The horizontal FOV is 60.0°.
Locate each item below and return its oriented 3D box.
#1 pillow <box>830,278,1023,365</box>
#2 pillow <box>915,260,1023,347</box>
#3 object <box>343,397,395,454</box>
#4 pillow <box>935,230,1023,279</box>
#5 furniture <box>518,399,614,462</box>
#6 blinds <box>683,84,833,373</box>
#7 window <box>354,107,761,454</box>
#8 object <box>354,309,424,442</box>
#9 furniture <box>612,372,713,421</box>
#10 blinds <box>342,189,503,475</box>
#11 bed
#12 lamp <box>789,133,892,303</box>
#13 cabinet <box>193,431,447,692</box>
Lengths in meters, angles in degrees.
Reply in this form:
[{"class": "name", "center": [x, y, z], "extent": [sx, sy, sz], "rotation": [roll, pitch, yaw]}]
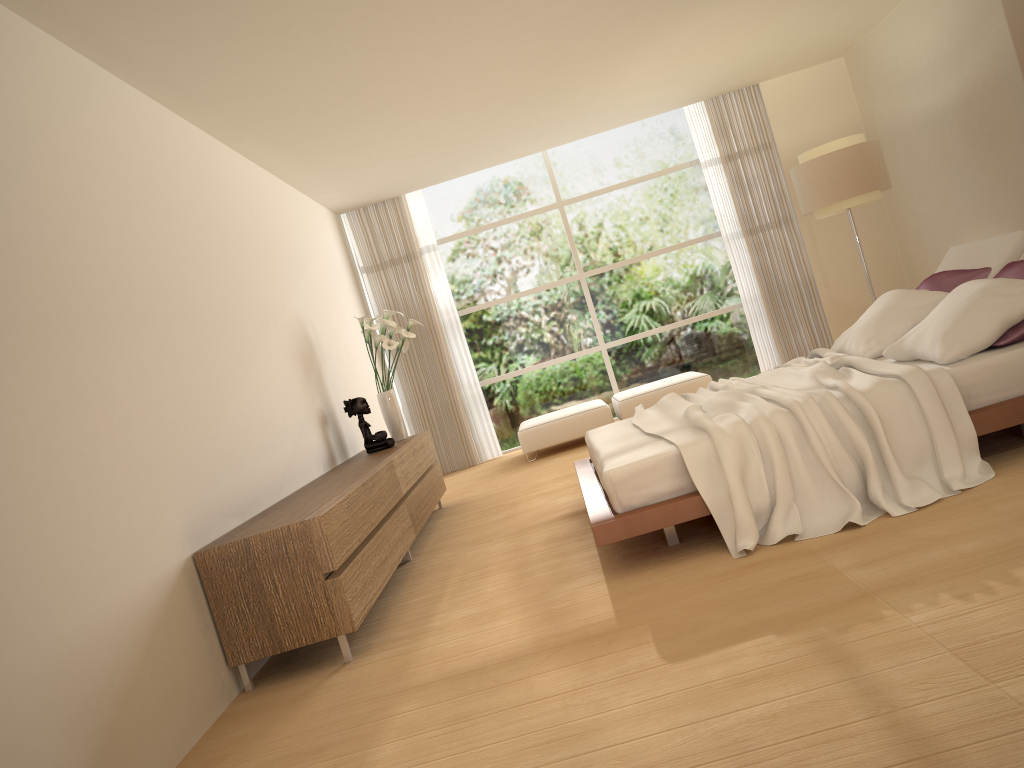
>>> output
[{"class": "pillow", "center": [2.222, -0.341, 4.876], "extent": [0.561, 0.339, 1.720], "rotation": [-17, 2, 3]}, {"class": "pillow", "center": [2.477, -0.433, 4.871], "extent": [0.575, 0.369, 1.683], "rotation": [-17, 2, 3]}, {"class": "object", "center": [-1.103, 0.304, 6.855], "extent": [0.282, 0.453, 0.181], "rotation": [-17, 2, 3]}, {"class": "pillow", "center": [2.770, -0.597, 4.863], "extent": [0.461, 0.457, 1.779], "rotation": [-17, 2, 2]}, {"class": "furniture", "center": [0.557, 0.460, 9.189], "extent": [0.965, 0.346, 0.964], "rotation": [-17, 2, 3]}, {"class": "blinds", "center": [2.674, -1.773, 9.676], "extent": [0.814, 3.351, 0.202], "rotation": [-17, 2, 2]}, {"class": "window", "center": [0.789, -1.224, 10.072], "extent": [4.781, 3.371, 0.071], "rotation": [-17, 2, 3]}, {"class": "object", "center": [-0.946, -0.095, 7.326], "extent": [0.515, 1.085, 0.608], "rotation": [-19, 3, -39]}, {"class": "furniture", "center": [1.548, 0.161, 9.143], "extent": [0.965, 0.346, 0.964], "rotation": [-17, 2, 3]}, {"class": "blinds", "center": [-1.037, -0.653, 9.900], "extent": [0.950, 3.352, 0.211], "rotation": [-17, 2, 1]}, {"class": "bed", "center": [1.588, 0.192, 4.881], "extent": [2.535, 0.570, 2.599], "rotation": [-17, 2, 3]}, {"class": "lamp", "center": [3.103, -1.137, 7.857], "extent": [0.817, 2.018, 0.817], "rotation": [-15, 3, 45]}, {"class": "cabinet", "center": [-0.955, 0.884, 5.723], "extent": [0.588, 0.662, 3.713], "rotation": [-17, 2, 3]}]
